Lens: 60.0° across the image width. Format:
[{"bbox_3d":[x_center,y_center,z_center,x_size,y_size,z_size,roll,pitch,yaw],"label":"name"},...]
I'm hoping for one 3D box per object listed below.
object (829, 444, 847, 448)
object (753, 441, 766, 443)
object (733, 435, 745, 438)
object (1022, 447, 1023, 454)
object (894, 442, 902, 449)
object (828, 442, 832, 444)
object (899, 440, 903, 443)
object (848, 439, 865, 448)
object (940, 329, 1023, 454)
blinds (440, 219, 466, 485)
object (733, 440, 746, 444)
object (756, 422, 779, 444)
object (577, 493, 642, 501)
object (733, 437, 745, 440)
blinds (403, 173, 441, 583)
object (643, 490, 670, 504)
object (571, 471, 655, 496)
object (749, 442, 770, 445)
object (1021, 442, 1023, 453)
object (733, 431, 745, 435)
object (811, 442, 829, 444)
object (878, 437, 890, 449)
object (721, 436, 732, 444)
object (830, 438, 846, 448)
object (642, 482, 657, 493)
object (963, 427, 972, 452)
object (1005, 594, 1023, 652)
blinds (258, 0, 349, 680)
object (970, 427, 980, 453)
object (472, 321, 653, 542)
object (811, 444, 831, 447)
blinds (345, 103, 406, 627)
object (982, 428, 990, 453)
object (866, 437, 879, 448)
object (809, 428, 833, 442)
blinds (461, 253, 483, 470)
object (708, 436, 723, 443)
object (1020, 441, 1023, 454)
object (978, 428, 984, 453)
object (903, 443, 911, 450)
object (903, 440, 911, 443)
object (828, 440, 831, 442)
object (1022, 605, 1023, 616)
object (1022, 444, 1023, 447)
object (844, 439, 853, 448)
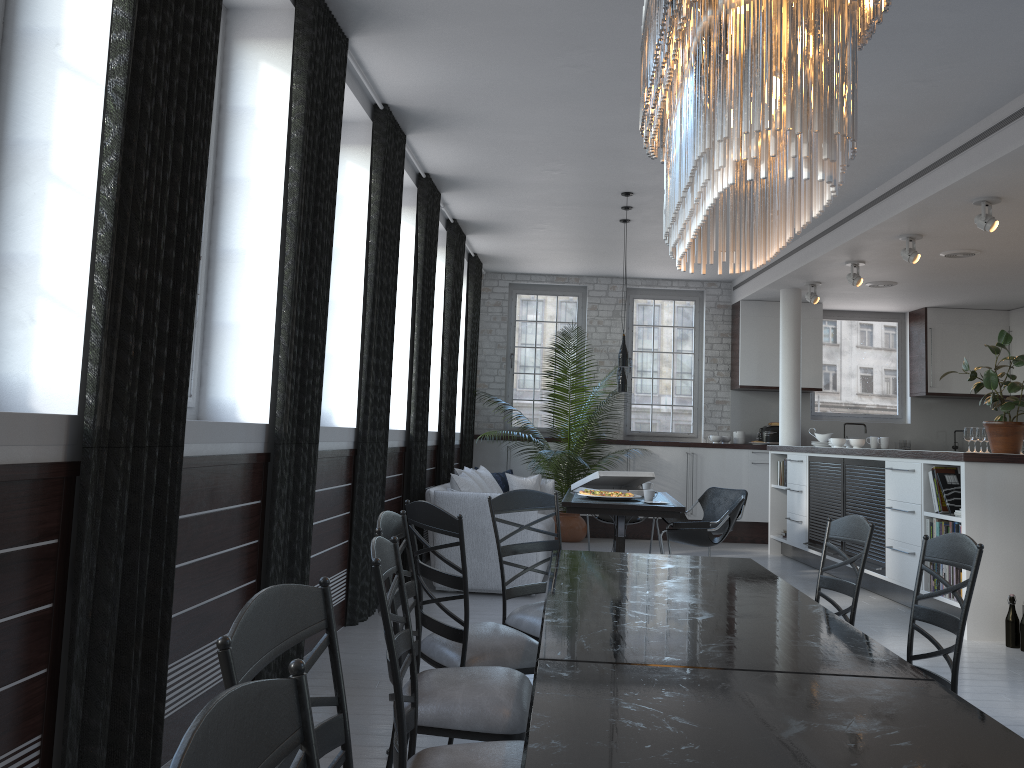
[{"bbox_3d":[3.488,0.660,9.423,0.235,0.041,0.235,2,-3,-5],"label":"object"},{"bbox_3d":[3.053,0.723,10.950,0.136,0.044,0.138,5,-5,-39],"label":"object"},{"bbox_3d":[2.891,0.673,11.270,0.153,0.063,0.152,0,-4,28],"label":"object"},{"bbox_3d":[6.246,0.812,10.754,0.094,0.098,0.093,1,-5,16],"label":"object"},{"bbox_3d":[4.844,0.781,11.108,0.094,0.098,0.093,4,-5,-18],"label":"object"},{"bbox_3d":[3.488,0.643,9.425,0.235,0.041,0.235,2,-3,-2],"label":"object"},{"bbox_3d":[4.949,0.761,11.212,0.094,0.098,0.093,4,-5,-18],"label":"object"},{"bbox_3d":[3.503,0.606,8.995,0.157,0.093,0.156,1,-4,14],"label":"object"},{"bbox_3d":[3.531,0.054,6.396,0.436,0.894,0.774,5,-6,-33],"label":"object"},{"bbox_3d":[-0.610,0.049,8.931,0.111,3.326,0.737,2,-6,5],"label":"blinds"},{"bbox_3d":[2.892,0.739,11.266,0.153,0.056,0.153,-1,-5,42],"label":"object"},{"bbox_3d":[3.300,0.629,11.184,0.414,0.292,0.277,2,-5,-1],"label":"object"},{"bbox_3d":[0.811,0.943,7.384,0.532,0.042,0.530,2,-3,-4],"label":"object"},{"bbox_3d":[2.890,0.703,11.268,0.154,0.074,0.152,2,-4,2],"label":"object"},{"bbox_3d":[-0.746,-0.047,7.369,0.099,3.326,0.621,2,-6,5],"label":"blinds"},{"bbox_3d":[1.141,0.910,7.148,0.175,0.097,0.300,3,-4,-11],"label":"object"},{"bbox_3d":[0.931,0.901,8.155,0.590,0.216,0.586,4,-4,-22],"label":"object"},{"bbox_3d":[3.058,0.739,10.945,0.261,0.028,0.261,3,-3,-13],"label":"object"},{"bbox_3d":[6.273,0.794,10.940,0.109,0.152,0.137,2,-5,-2],"label":"object"},{"bbox_3d":[2.891,0.640,11.275,0.152,0.075,0.153,5,-5,-33],"label":"object"},{"bbox_3d":[3.423,0.659,9.730,0.261,0.028,0.261,0,-4,27],"label":"object"},{"bbox_3d":[4.594,0.732,10.935,0.138,0.152,0.109,6,-6,-40],"label":"object"},{"bbox_3d":[2.684,0.704,11.148,0.156,0.093,0.156,4,-4,-20],"label":"object"},{"bbox_3d":[3.339,0.604,9.068,0.156,0.093,0.156,2,-4,-1],"label":"object"},{"bbox_3d":[1.302,0.997,8.554,0.204,0.099,0.175,2,-4,4],"label":"object"},{"bbox_3d":[4.050,0.497,7.855,0.082,0.224,0.082,-2,-7,36],"label":"object"},{"bbox_3d":[3.352,1.485,5.453,0.556,0.325,0.288,0,-5,26],"label":"object"},{"bbox_3d":[-1.011,-0.234,4.340,0.088,3.326,0.621,2,-6,5],"label":"blinds"},{"bbox_3d":[4.050,0.491,7.752,0.082,0.224,0.082,3,-5,-10],"label":"object"},{"bbox_3d":[0.475,0.548,10.421,2.394,2.632,1.920,6,-6,-43],"label":"object"},{"bbox_3d":[3.422,0.681,9.728,0.261,0.028,0.261,3,-3,-12],"label":"object"},{"bbox_3d":[-0.889,-0.140,5.870,0.102,3.326,0.621,2,-6,5],"label":"blinds"},{"bbox_3d":[4.143,0.493,7.728,0.082,0.224,0.082,3,-5,-7],"label":"object"},{"bbox_3d":[4.493,0.733,11.015,0.138,0.152,0.108,3,-5,-6],"label":"object"},{"bbox_3d":[3.403,0.572,9.749,0.269,0.174,0.130,0,-5,28],"label":"object"},{"bbox_3d":[-0.497,0.144,10.498,0.102,3.326,0.621,2,-6,5],"label":"blinds"},{"bbox_3d":[2.546,0.694,11.054,0.156,0.093,0.156,2,-4,-2],"label":"object"},{"bbox_3d":[4.240,0.478,7.394,0.082,0.224,0.082,6,-7,-36],"label":"object"},{"bbox_3d":[4.139,0.499,7.820,0.082,0.224,0.082,3,-5,-11],"label":"object"},{"bbox_3d":[4.950,0.785,11.106,0.094,0.098,0.093,1,-5,16],"label":"object"},{"bbox_3d":[4.951,0.755,11.109,0.094,0.098,0.093,1,-5,16],"label":"object"},{"bbox_3d":[3.488,0.625,9.426,0.235,0.041,0.235,3,-3,-8],"label":"object"},{"bbox_3d":[3.473,1.527,5.450,0.455,0.249,0.388,2,-4,5],"label":"object"},{"bbox_3d":[6.249,0.782,10.758,0.094,0.098,0.093,1,-5,16],"label":"object"},{"bbox_3d":[3.500,0.616,9.171,0.156,0.093,0.156,3,-4,-15],"label":"object"}]
